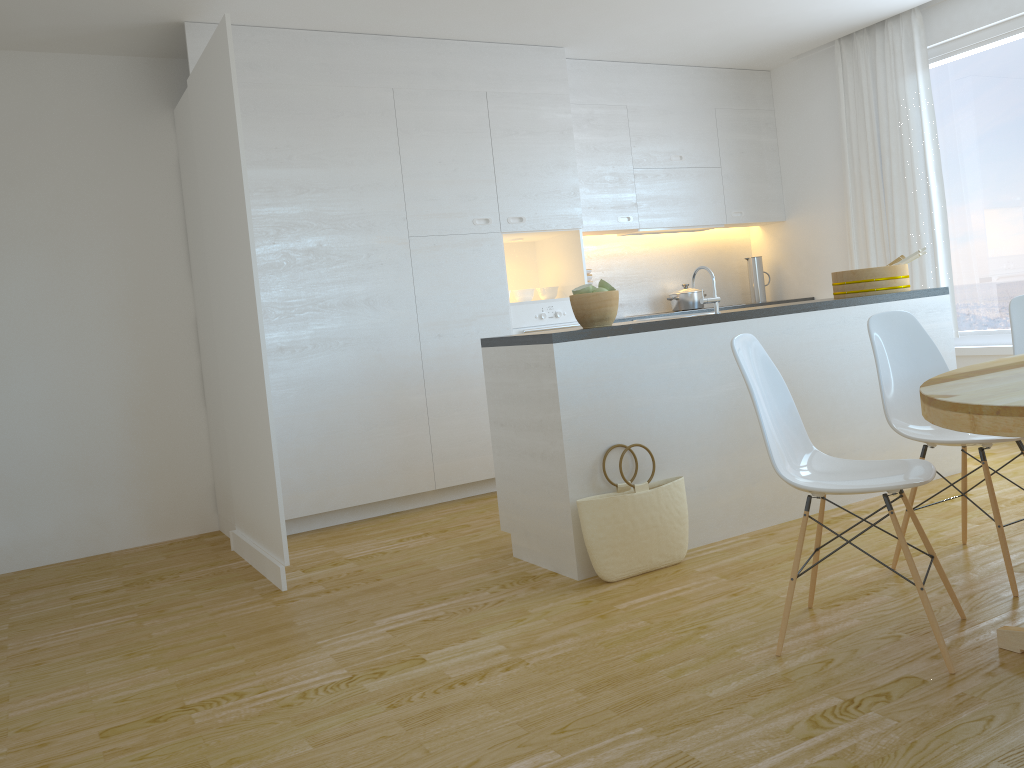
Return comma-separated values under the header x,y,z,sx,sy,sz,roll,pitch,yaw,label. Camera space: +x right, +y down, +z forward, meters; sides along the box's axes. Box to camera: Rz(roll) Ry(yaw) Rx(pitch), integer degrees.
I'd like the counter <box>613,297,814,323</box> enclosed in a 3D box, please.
x,y,z,sx,sy,sz,roll,pitch,yaw,label
1.244,-0.506,6.381,2.007,0.040,0.599,-8,5,-29,counter

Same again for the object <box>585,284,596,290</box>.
x,y,z,sx,sy,sz,roll,pitch,yaw,label
0.327,-0.371,3.715,0.102,0.098,0.086,-6,2,-8,object

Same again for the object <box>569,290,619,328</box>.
x,y,z,sx,sy,sz,roll,pitch,yaw,label
0.347,-0.307,3.670,0.204,0.142,0.206,-5,3,23,object

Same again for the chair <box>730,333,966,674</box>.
x,y,z,sx,sy,sz,roll,pitch,yaw,label
0.962,0.281,2.558,0.522,0.901,0.431,-5,1,31,chair

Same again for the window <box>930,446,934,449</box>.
x,y,z,sx,sy,sz,roll,pitch,yaw,label
1.669,-0.741,1.774,1.886,2.051,2.546,-7,3,-29,window

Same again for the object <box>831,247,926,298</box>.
x,y,z,sx,sy,sz,roll,pitch,yaw,label
1.905,-0.578,4.652,0.429,0.214,0.379,-6,3,-1,object

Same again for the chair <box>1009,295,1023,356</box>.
x,y,z,sx,sy,sz,roll,pitch,yaw,label
2.219,0.090,3.355,0.430,0.901,0.523,-6,1,-9,chair

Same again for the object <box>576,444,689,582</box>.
x,y,z,sx,sy,sz,roll,pitch,yaw,label
0.844,0.460,3.119,1.186,0.501,0.473,-3,3,39,object

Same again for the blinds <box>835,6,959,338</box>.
x,y,z,sx,sy,sz,roll,pitch,yaw,label
2.474,-1.362,5.879,0.150,2.158,0.793,-6,1,-29,blinds

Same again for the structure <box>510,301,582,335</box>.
x,y,z,sx,sy,sz,roll,pitch,yaw,label
0.266,-0.211,5.500,0.562,0.595,0.049,-7,1,-29,structure

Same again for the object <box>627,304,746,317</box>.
x,y,z,sx,sy,sz,roll,pitch,yaw,label
1.244,-0.524,6.385,0.656,0.013,0.561,-8,5,-29,object

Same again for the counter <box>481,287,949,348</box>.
x,y,z,sx,sy,sz,roll,pitch,yaw,label
1.051,-0.329,4.212,2.408,0.040,0.600,-8,5,-29,counter

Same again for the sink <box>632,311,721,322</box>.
x,y,z,sx,sy,sz,roll,pitch,yaw,label
0.766,-0.237,4.089,0.403,0.157,0.405,-5,4,13,sink

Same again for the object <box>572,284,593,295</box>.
x,y,z,sx,sy,sz,roll,pitch,yaw,label
0.289,-0.376,3.634,0.084,0.065,0.086,-7,3,-17,object

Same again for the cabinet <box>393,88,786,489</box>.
x,y,z,sx,sy,sz,roll,pitch,yaw,label
0.719,-0.747,6.033,3.211,2.299,0.480,-8,1,-29,cabinet

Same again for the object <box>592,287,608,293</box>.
x,y,z,sx,sy,sz,roll,pitch,yaw,label
0.368,-0.355,3.645,0.081,0.085,0.098,-5,3,26,object

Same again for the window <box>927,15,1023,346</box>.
x,y,z,sx,sy,sz,roll,pitch,yaw,label
3.316,-1.190,4.797,0.088,1.915,2.723,-6,3,-29,window

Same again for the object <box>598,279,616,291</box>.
x,y,z,sx,sy,sz,roll,pitch,yaw,label
0.397,-0.407,3.700,0.074,0.071,0.077,-6,2,-4,object

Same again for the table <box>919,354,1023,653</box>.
x,y,z,sx,sy,sz,roll,pitch,yaw,label
2.022,0.266,2.411,2.197,0.724,1.192,-8,4,-30,table

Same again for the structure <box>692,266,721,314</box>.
x,y,z,sx,sy,sz,roll,pitch,yaw,label
0.825,-0.411,3.893,0.097,0.215,0.162,-7,2,-29,structure

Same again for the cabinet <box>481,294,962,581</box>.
x,y,z,sx,sy,sz,roll,pitch,yaw,label
1.101,0.142,4.216,2.408,0.909,0.599,-8,2,-29,cabinet
